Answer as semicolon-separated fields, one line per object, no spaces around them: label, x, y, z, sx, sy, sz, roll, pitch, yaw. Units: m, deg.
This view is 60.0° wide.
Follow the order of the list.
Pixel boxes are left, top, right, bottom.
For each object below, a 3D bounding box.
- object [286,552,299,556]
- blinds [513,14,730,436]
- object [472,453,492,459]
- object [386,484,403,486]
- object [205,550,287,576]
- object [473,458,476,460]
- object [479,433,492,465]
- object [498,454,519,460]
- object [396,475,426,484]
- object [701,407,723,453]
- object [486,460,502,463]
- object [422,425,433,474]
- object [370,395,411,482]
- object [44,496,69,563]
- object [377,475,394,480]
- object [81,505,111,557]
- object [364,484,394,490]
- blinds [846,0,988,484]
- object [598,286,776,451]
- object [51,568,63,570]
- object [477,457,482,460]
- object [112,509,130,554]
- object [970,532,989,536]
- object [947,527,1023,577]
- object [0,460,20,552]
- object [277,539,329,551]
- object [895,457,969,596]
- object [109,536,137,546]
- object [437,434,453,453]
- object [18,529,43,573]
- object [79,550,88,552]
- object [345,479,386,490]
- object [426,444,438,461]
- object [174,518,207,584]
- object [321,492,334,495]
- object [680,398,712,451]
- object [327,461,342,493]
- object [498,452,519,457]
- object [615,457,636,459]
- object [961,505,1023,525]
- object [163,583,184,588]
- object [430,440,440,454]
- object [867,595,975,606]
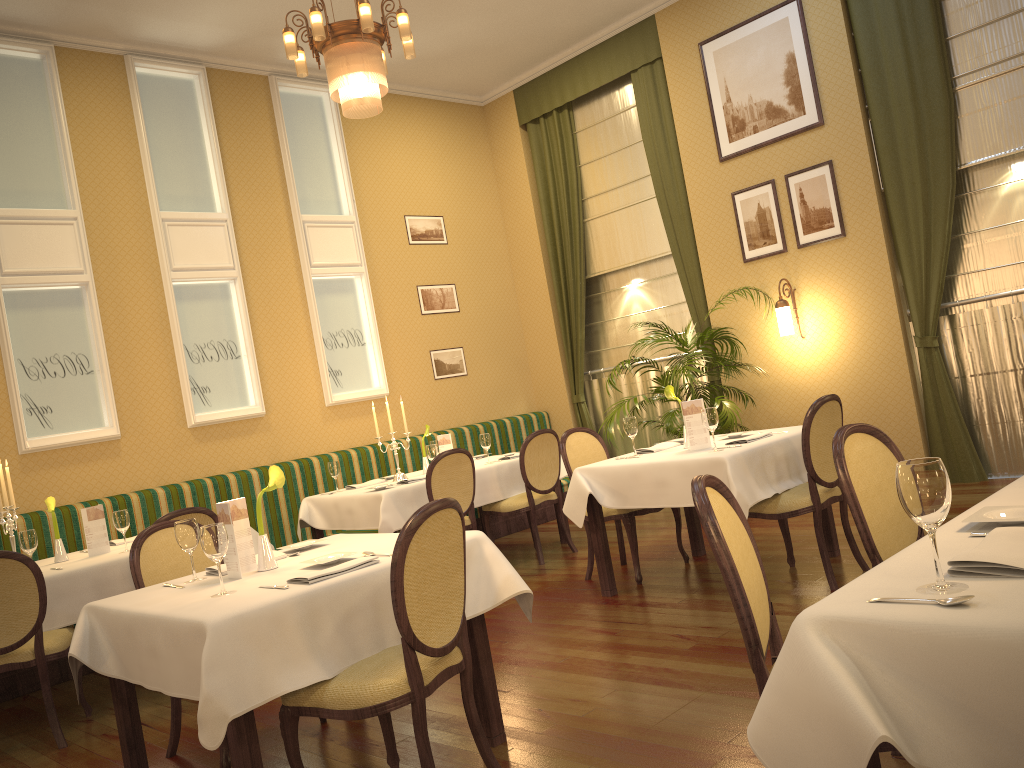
object;-0.901;0.680;3.549;0.038;0.015;0.181;-9;-1;-43
blinds;1.070;-1.124;8.694;0.225;4.537;1.934;-9;-1;-45
object;-0.277;0.626;7.617;0.160;0.024;0.160;-9;-1;-44
object;-0.824;0.707;6.221;0.038;0.015;0.181;-9;-1;-43
object;-1.030;0.695;3.444;0.273;0.033;0.142;-9;-1;-44
object;-0.447;0.650;7.407;0.273;0.033;0.142;-9;-1;-44
object;-0.191;0.492;6.728;0.088;0.229;0.088;-10;-1;4
object;0.035;0.561;6.923;0.273;0.024;0.142;-9;-1;-44
object;-0.672;0.674;6.298;0.273;0.033;0.142;-9;-1;-44
object;1.049;0.240;4.648;0.088;0.229;0.088;-10;-1;4
object;-0.144;0.597;6.838;0.017;0.010;0.185;-9;-1;-44
object;-0.663;0.505;6.911;0.076;0.375;0.163;-11;-1;33
object;-0.892;0.404;6.653;0.131;0.655;0.390;-9;-1;-39
object;-2.550;0.813;4.955;0.076;0.375;0.163;-10;-1;-22
object;-0.952;0.737;6.976;0.160;0.024;0.160;-9;-1;-44
object;-2.348;0.830;5.054;0.081;0.277;0.166;-10;-1;7
object;-0.901;0.714;6.078;0.160;0.024;0.160;-9;-1;-44
blinds;3.467;-1.589;6.176;0.129;4.537;1.878;-9;-1;-44
object;1.557;0.167;7.440;1.496;1.807;1.552;-11;-1;26
object;-2.381;0.963;4.628;0.017;0.010;0.185;-9;-1;-44
object;-0.318;0.636;7.512;0.038;0.015;0.181;-9;-1;-43
object;-2.148;0.814;4.902;0.088;0.229;0.088;-10;-1;4
object;1.044;0.310;1.830;0.017;0.010;0.185;-9;-1;-43
object;0.946;0.316;1.678;0.273;0.033;0.142;-9;-1;-44
object;-2.738;0.706;4.818;0.131;0.655;0.390;-10;-1;-30
object;-0.861;0.671;3.654;0.160;0.024;0.160;-9;-1;-44
object;0.739;0.249;1.567;0.088;0.229;0.088;-10;-1;4
object;-2.354;0.962;5.522;0.273;0.033;0.142;-9;-1;-44
object;-0.522;0.531;6.876;0.081;0.277;0.166;-10;-1;-28
object;-2.478;0.868;4.563;0.088;0.229;0.088;-10;-1;4
object;-2.559;1.005;5.323;0.017;0.010;0.185;-9;-1;-43
object;-1.107;0.758;6.703;0.273;0.033;0.142;-9;-1;-44
object;-0.571;0.556;6.448;0.088;0.229;0.088;-10;-1;4
object;-1.201;0.621;3.310;0.088;0.229;0.088;-10;-1;-2
object;-1.361;0.807;6.533;0.038;0.015;0.181;-9;-1;-43
object;0.999;0.231;4.943;0.081;0.277;0.166;-9;-1;-38
object;-1.314;0.691;6.592;0.088;0.229;0.088;-10;-1;4
object;-0.021;0.573;7.132;0.160;0.024;0.160;-9;-1;-44
object;0.671;0.426;5.128;0.017;0.010;0.185;-9;-1;-43
object;1.101;0.295;1.951;0.160;0.024;0.160;-9;-1;-44
object;-1.235;0.738;3.244;0.017;0.010;0.185;-9;-1;-43
object;-0.618;0.576;7.273;0.088;0.229;0.088;-10;-1;4
object;0.692;0.366;1.508;0.038;0.015;0.181;-9;-1;-43
